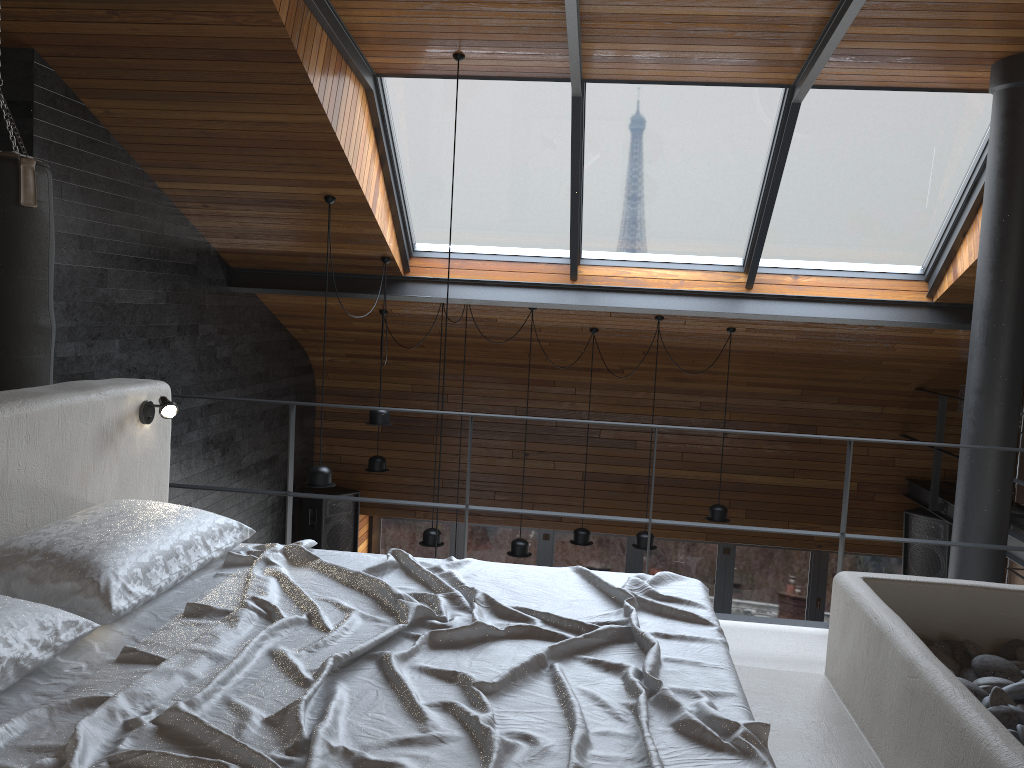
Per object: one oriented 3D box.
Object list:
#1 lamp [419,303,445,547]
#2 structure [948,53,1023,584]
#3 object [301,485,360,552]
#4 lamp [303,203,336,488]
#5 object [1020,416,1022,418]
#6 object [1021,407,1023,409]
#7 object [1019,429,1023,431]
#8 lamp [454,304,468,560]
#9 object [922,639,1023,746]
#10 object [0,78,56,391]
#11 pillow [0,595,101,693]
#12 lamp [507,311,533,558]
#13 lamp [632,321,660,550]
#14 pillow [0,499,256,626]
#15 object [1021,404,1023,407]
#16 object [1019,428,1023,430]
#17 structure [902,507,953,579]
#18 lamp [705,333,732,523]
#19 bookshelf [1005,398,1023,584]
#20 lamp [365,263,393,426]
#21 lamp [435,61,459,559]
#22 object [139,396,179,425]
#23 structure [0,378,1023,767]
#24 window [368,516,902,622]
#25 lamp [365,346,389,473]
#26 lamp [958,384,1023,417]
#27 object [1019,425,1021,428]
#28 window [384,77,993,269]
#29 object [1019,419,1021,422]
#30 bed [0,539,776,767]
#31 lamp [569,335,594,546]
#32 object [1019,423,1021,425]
[{"bbox_3d":[-0.606,0.301,7.207,0.210,2.036,0.210,7,6,43],"label":"lamp"},{"bbox_3d":[2.625,1.069,4.817,1.197,5.699,1.689,3,5,6],"label":"structure"},{"bbox_3d":[-1.923,2.207,8.885,0.686,2.298,0.639,7,6,44],"label":"object"},{"bbox_3d":[-1.227,-0.255,5.804,0.210,1.853,0.210,7,6,43],"label":"lamp"},{"bbox_3d":[4.638,0.296,8.148,0.246,0.016,0.182,3,5,6],"label":"object"},{"bbox_3d":[4.644,0.214,8.159,0.246,0.016,0.182,3,5,6],"label":"object"},{"bbox_3d":[4.611,0.409,7.914,0.201,0.012,0.161,3,5,6],"label":"object"},{"bbox_3d":[-0.405,0.398,7.031,0.210,2.273,0.210,7,6,43],"label":"lamp"},{"bbox_3d":[1.970,0.961,2.339,1.842,0.246,1.436,3,5,6],"label":"object"},{"bbox_3d":[-2.117,-0.448,3.649,0.445,1.603,0.442,6,6,33],"label":"object"},{"bbox_3d":[-1.218,0.529,1.603,0.502,0.176,0.837,4,5,6],"label":"pillow"},{"bbox_3d":[0.114,0.406,7.304,0.210,2.034,0.210,7,6,43],"label":"lamp"},{"bbox_3d":[1.149,0.400,7.282,0.210,1.911,0.210,7,6,43],"label":"lamp"},{"bbox_3d":[-1.125,0.463,2.491,0.509,0.173,0.842,3,5,6],"label":"pillow"},{"bbox_3d":[4.646,0.198,8.168,0.246,0.016,0.182,3,5,6],"label":"object"},{"bbox_3d":[4.627,0.397,7.915,0.226,0.012,0.159,3,5,6],"label":"object"},{"bbox_3d":[4.012,1.539,8.352,0.488,0.735,0.462,0,6,-34],"label":"structure"},{"bbox_3d":[1.765,0.358,7.373,0.210,1.565,0.210,7,6,43],"label":"lamp"},{"bbox_3d":[4.139,1.037,3.003,0.421,6.218,10.740,3,5,6],"label":"bookshelf"},{"bbox_3d":[-0.965,-0.302,6.608,0.210,1.206,0.210,7,6,43],"label":"lamp"},{"bbox_3d":[-0.397,-0.313,5.338,0.210,3.208,0.210,5,5,28],"label":"lamp"},{"bbox_3d":[-1.253,0.096,3.118,0.165,0.106,0.085,6,6,33],"label":"object"},{"bbox_3d":[0.588,0.755,1.906,4.614,1.120,2.634,3,5,6],"label":"structure"},{"bbox_3d":[1.296,2.223,9.535,5.936,1.521,0.101,3,5,6],"label":"window"},{"bbox_3d":[-1.140,0.070,7.669,0.210,1.369,0.210,7,6,43],"label":"lamp"},{"bbox_3d":[4.059,0.524,7.598,0.475,1.002,0.475,6,5,29],"label":"lamp"},{"bbox_3d":[4.624,0.378,7.904,0.262,0.025,0.176,3,5,6],"label":"object"},{"bbox_3d":[1.105,-1.435,6.110,3.818,1.031,1.213,3,5,6],"label":"window"},{"bbox_3d":[4.609,0.329,7.911,0.203,0.013,0.161,3,5,6],"label":"object"},{"bbox_3d":[-0.457,0.799,2.021,2.011,0.484,1.826,3,5,6],"label":"bed"},{"bbox_3d":[0.658,0.389,7.661,0.210,2.002,0.210,7,6,43],"label":"lamp"},{"bbox_3d":[4.613,0.359,7.904,0.201,0.013,0.161,3,5,6],"label":"object"}]
